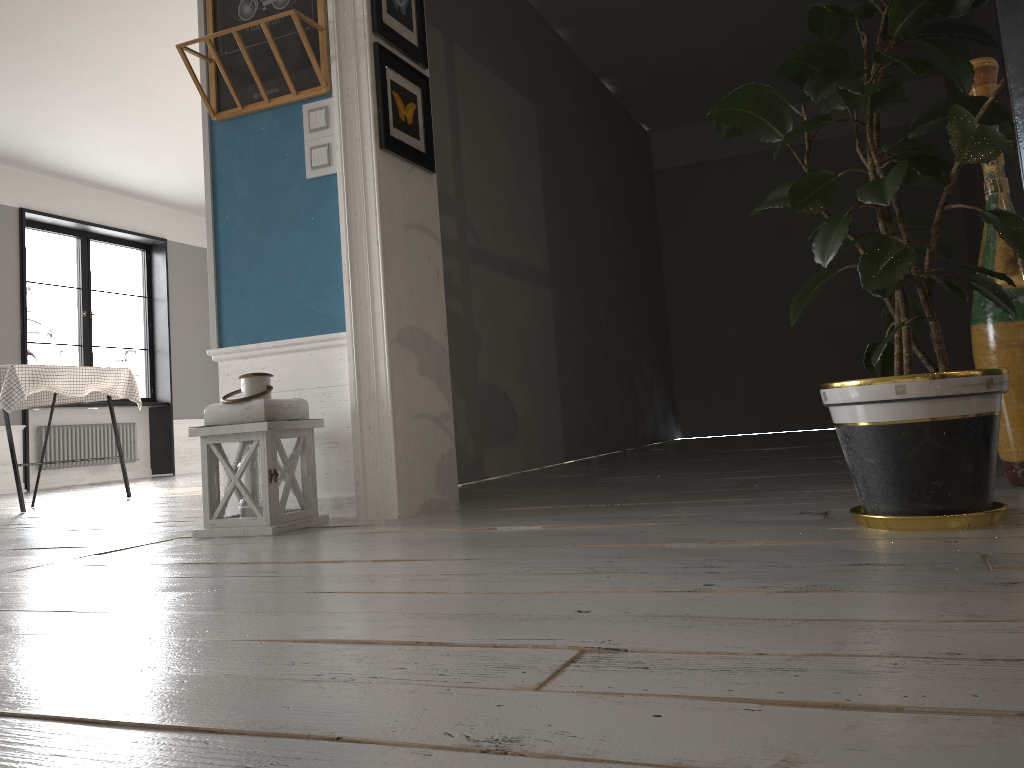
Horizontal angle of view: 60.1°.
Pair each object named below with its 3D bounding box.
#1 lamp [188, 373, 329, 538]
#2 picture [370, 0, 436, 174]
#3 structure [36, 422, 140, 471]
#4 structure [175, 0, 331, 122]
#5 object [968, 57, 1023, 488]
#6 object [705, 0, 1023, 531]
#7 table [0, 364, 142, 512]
[{"bbox_3d":[-0.773,0.204,2.707,0.286,0.481,0.285,-7,-6,21],"label":"lamp"},{"bbox_3d":[0.505,-1.222,2.700,1.940,0.758,0.357,-6,-6,22],"label":"picture"},{"bbox_3d":[-4.282,0.620,8.978,0.148,0.430,1.219,-7,-4,21],"label":"structure"},{"bbox_3d":[-0.895,-1.338,3.010,0.494,0.781,0.184,-7,-7,22],"label":"structure"},{"bbox_3d":[1.290,-0.300,2.303,0.215,1.132,0.214,-6,-7,17],"label":"object"},{"bbox_3d":[0.281,-0.645,0.373,1.008,1.806,3.884,-7,-4,22],"label":"object"},{"bbox_3d":[-3.323,0.370,5.377,2.019,0.790,0.928,-6,-4,22],"label":"table"}]
